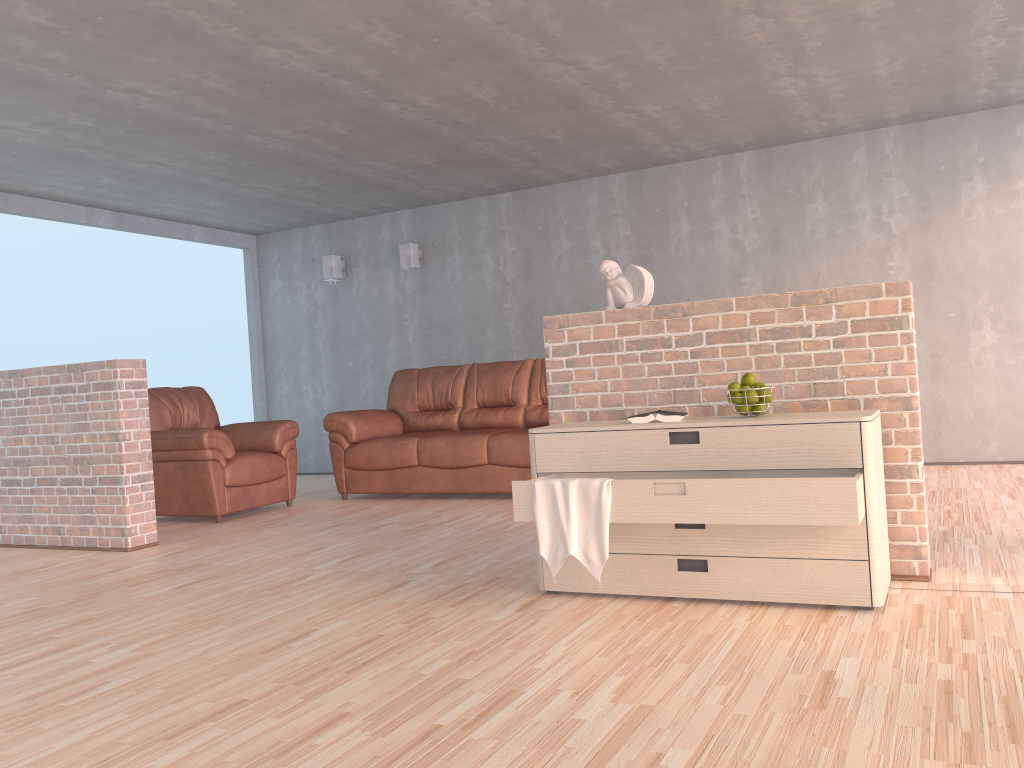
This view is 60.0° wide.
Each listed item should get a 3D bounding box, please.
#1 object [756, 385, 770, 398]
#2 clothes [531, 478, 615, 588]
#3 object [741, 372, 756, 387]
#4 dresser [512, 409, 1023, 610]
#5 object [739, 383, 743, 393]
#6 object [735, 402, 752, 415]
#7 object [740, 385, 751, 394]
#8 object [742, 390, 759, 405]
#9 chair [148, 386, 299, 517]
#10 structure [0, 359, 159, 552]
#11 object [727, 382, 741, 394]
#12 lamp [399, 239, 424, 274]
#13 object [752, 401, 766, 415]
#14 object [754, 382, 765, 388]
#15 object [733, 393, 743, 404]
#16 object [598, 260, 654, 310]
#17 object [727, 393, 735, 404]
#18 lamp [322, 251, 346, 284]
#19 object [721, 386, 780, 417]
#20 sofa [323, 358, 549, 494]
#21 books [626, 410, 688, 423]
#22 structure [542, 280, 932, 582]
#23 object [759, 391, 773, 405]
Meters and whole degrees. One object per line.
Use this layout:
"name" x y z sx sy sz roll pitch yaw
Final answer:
"object" 0.872 0.027 3.080 0.046 0.047 0.047 -4 0 -26
"clothes" 0.221 0.499 2.974 0.325 0.369 0.097 -4 0 27
"object" 0.838 -0.013 3.145 0.054 0.056 0.054 -4 0 26
"dresser" 0.864 0.422 2.977 1.686 0.612 0.605 -4 0 26
"object" 0.822 0.023 3.177 0.054 0.053 0.049 -4 0 -33
"object" 0.818 0.083 3.138 0.059 0.055 0.060 -4 0 -19
"object" 0.822 0.024 3.122 0.039 0.038 0.039 -4 0 -35
"object" 0.831 0.046 3.088 0.057 0.057 0.057 -4 0 -31
"chair" -2.161 0.439 6.286 0.936 0.879 0.970 -4 0 25
"structure" -2.721 0.430 5.258 1.422 1.057 0.211 -4 0 26
"object" 0.783 0.014 3.125 0.046 0.045 0.046 -4 0 26
"lamp" -0.936 -1.176 8.191 0.165 0.319 0.177 -4 0 26
"object" 0.865 0.085 3.109 0.046 0.048 0.048 -4 0 15
"object" 0.873 0.014 3.122 0.043 0.043 0.039 -4 0 12
"object" 0.794 0.050 3.107 0.038 0.040 0.039 -4 0 35
"object" 0.463 -0.412 3.659 0.216 0.218 0.131 -4 0 25
"object" 0.788 0.047 3.151 0.046 0.044 0.046 -4 0 22
"lamp" -1.728 -1.125 8.579 0.165 0.319 0.168 -4 0 26
"object" 0.846 0.065 3.137 0.202 0.104 0.202 -4 0 20
"sofa" -0.230 0.290 6.566 2.202 0.923 0.981 -4 0 26
"books" 0.529 0.117 3.226 0.209 0.040 0.146 -4 0 16
"structure" 0.835 0.201 3.501 1.422 1.057 0.211 -4 0 26
"object" 0.895 0.046 3.137 0.053 0.054 0.053 -4 0 -28
